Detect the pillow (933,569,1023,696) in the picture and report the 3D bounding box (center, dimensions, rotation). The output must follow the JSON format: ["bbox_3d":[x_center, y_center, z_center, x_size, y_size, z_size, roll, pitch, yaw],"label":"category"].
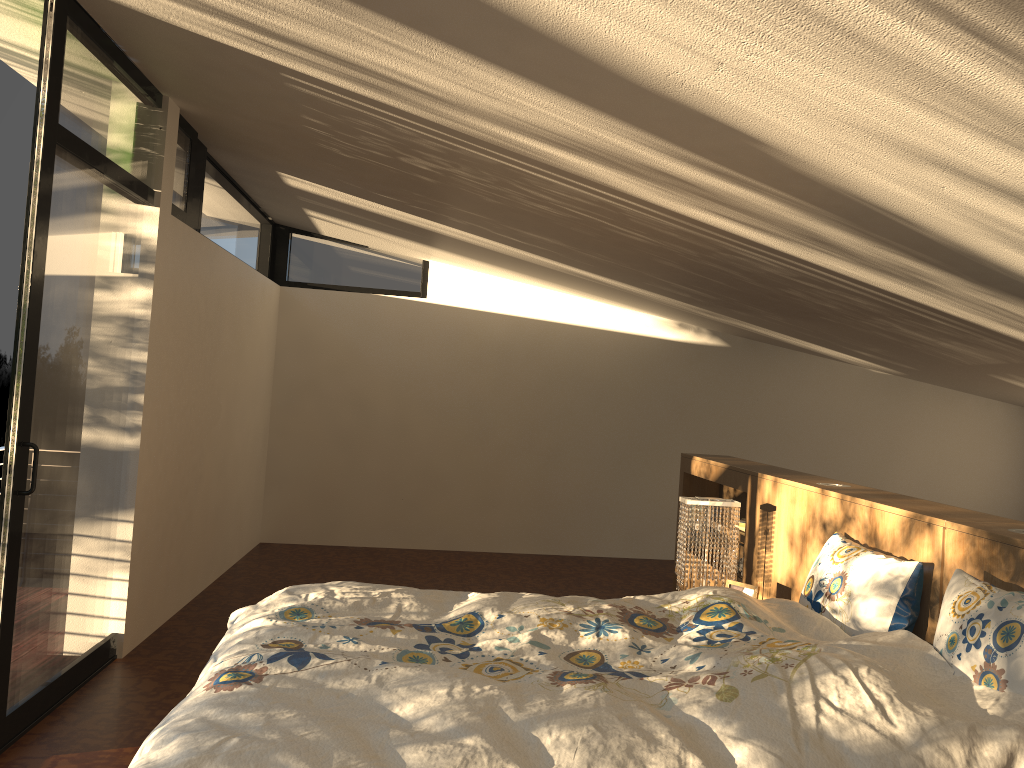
[{"bbox_3d":[1.169,0.681,2.053,0.254,0.439,0.617,4,-1,-2],"label":"pillow"}]

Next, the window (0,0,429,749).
[{"bbox_3d":[1.799,0.153,2.417,6.904,2.515,10.219,4,-1,-6],"label":"window"}]

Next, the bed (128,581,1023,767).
[{"bbox_3d":[0.175,0.943,2.305,2.173,0.712,1.812,4,-1,-7],"label":"bed"}]

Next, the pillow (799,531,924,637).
[{"bbox_3d":[1.129,0.730,2.912,0.270,0.405,0.598,4,-1,-4],"label":"pillow"}]

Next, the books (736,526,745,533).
[{"bbox_3d":[1.227,0.740,4.511,0.130,0.030,0.180,4,-1,-9],"label":"books"}]

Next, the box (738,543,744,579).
[{"bbox_3d":[1.232,0.911,4.509,0.117,0.171,0.123,4,-2,-6],"label":"box"}]

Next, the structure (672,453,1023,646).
[{"bbox_3d":[1.400,0.900,2.618,0.310,0.974,5.746,4,-1,-5],"label":"structure"}]

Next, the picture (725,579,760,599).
[{"bbox_3d":[0.961,0.924,3.662,0.119,0.202,0.152,5,-2,-41],"label":"picture"}]

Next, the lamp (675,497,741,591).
[{"bbox_3d":[0.845,0.758,3.842,0.249,0.523,0.123,4,-2,-8],"label":"lamp"}]

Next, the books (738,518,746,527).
[{"bbox_3d":[1.232,0.714,4.514,0.131,0.022,0.193,4,-1,20],"label":"books"}]

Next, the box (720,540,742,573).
[{"bbox_3d":[1.204,0.919,4.725,0.135,0.156,0.156,4,-1,-6],"label":"box"}]
